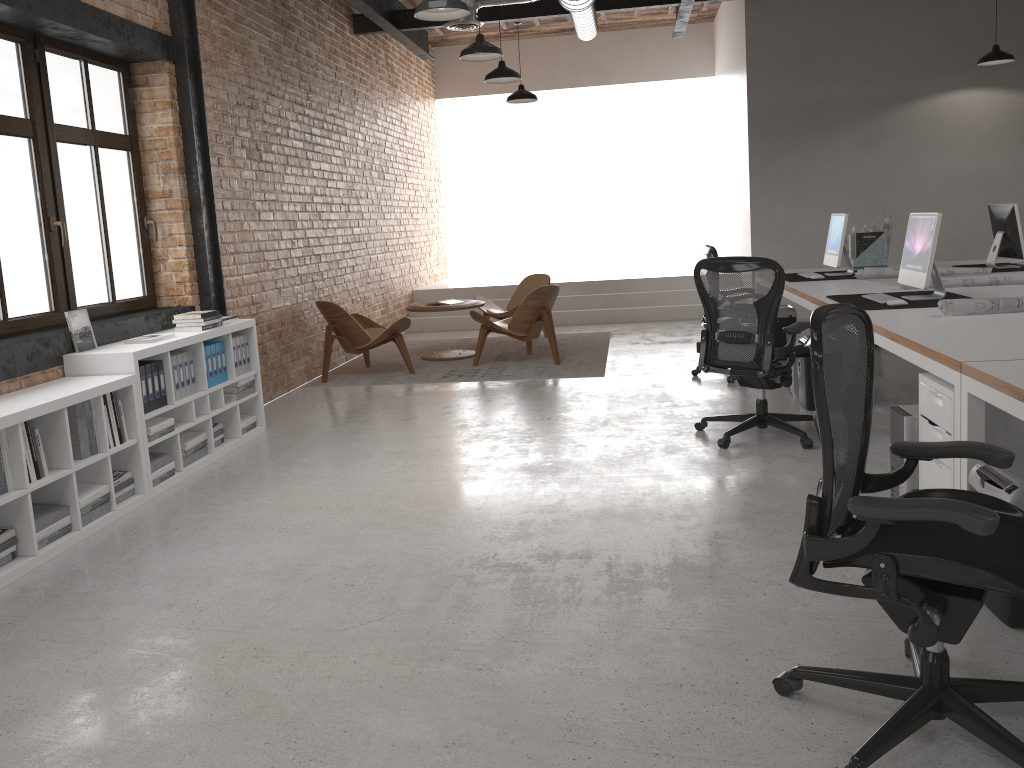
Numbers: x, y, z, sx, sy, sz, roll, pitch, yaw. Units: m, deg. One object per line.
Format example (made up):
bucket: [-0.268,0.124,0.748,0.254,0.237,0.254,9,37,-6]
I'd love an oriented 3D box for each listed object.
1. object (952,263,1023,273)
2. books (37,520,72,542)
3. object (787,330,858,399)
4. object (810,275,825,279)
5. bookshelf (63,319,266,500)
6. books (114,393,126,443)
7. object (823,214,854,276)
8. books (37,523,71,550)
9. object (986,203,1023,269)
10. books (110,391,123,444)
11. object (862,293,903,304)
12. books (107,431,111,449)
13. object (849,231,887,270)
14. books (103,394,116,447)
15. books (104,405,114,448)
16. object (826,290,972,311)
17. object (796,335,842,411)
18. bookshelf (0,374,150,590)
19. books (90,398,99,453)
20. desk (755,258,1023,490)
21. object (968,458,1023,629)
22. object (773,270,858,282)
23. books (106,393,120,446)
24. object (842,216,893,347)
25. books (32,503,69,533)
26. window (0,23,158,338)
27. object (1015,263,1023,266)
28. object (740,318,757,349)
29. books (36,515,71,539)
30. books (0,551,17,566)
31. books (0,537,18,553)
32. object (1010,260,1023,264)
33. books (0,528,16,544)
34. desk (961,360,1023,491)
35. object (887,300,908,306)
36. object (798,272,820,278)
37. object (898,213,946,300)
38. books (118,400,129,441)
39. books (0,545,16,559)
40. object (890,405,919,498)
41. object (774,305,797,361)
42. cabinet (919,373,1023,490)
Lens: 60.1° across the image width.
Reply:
object: [3.894,-0.906,6.843,0.687,0.008,0.855,-2,10,9]
books: [-2.178,0.661,4.014,0.219,0.034,0.262,-2,10,8]
object: [2.240,-0.149,6.282,0.541,0.452,0.222,-2,8,8]
object: [2.350,-0.824,6.812,0.106,0.028,0.059,-2,10,9]
bookshelf: [-2.056,0.091,5.467,0.400,0.794,1.556,-2,10,8]
books: [-2.119,0.186,4.574,0.221,0.281,0.061,-2,8,13]
object: [2.602,-1.111,7.049,0.189,0.482,0.487,-2,9,8]
books: [-2.174,0.688,4.009,0.206,0.061,0.276,-2,10,8]
object: [3.759,-1.135,6.782,0.189,0.482,0.487,-2,9,8]
books: [-2.145,0.158,4.541,0.271,0.352,0.063,-2,8,13]
object: [2.134,-0.495,5.113,0.118,0.017,0.442,-2,10,8]
books: [-2.120,0.221,4.441,0.182,0.260,0.057,-2,8,13]
object: [3.074,-1.155,7.652,0.280,0.310,0.151,-2,8,8]
books: [-2.151,0.167,4.488,0.258,0.352,0.050,-2,8,13]
books: [-2.108,0.226,4.471,0.162,0.238,0.055,-2,8,13]
object: [2.241,-0.483,5.081,0.687,0.008,0.855,-2,10,8]
object: [2.049,-0.080,5.930,0.250,0.462,0.341,-2,9,8]
bookshelf: [-2.247,0.437,3.948,0.400,0.680,1.556,-2,10,8]
books: [-2.176,0.207,4.388,0.265,0.312,0.025,-2,8,13]
desk: [3.063,-0.218,5.494,2.311,0.764,5.150,-2,10,8]
object: [1.644,0.504,2.851,0.250,0.462,0.341,-2,9,8]
object: [2.508,-0.868,7.110,0.687,0.008,0.855,-2,10,8]
books: [-2.150,0.164,4.512,0.259,0.350,0.071,-2,8,13]
object: [3.298,-0.945,8.249,0.413,1.202,0.443,-6,8,-14]
books: [-2.186,0.611,3.994,0.217,0.077,0.293,-2,10,8]
window: [-3.060,-0.543,1.813,0.147,1.679,8.702,-3,10,8]
object: [3.990,-0.909,6.757,0.118,0.017,0.442,-2,10,8]
object: [2.369,-0.503,8.276,0.548,0.427,0.270,-3,8,6]
books: [-2.178,0.643,4.016,0.214,0.046,0.253,-2,10,8]
books: [-2.241,0.753,3.701,0.184,0.049,0.263,-2,10,8]
books: [-2.261,0.697,3.697,0.222,0.055,0.284,-2,10,8]
object: [4.039,-0.977,7.077,0.106,0.028,0.059,-2,10,7]
books: [-2.255,0.660,3.716,0.199,0.054,0.241,-2,10,8]
desk: [2.403,0.736,0.466,2.311,0.764,5.150,-2,10,8]
object: [2.085,-0.440,4.791,0.106,0.028,0.059,-2,10,7]
object: [2.400,-0.879,7.134,0.118,0.017,0.442,-2,10,8]
object: [2.337,-0.728,5.027,0.189,0.482,0.487,-2,9,8]
books: [-2.110,0.201,4.611,0.197,0.238,0.059,-2,8,13]
books: [-2.233,0.721,3.709,0.163,0.047,0.241,-2,10,8]
object: [1.909,0.329,3.763,0.541,0.452,0.222,-2,8,8]
object: [2.389,-0.460,7.907,0.250,0.462,0.341,-2,9,8]
cabinet: [1.856,0.303,3.381,0.459,0.643,0.390,-2,8,8]
